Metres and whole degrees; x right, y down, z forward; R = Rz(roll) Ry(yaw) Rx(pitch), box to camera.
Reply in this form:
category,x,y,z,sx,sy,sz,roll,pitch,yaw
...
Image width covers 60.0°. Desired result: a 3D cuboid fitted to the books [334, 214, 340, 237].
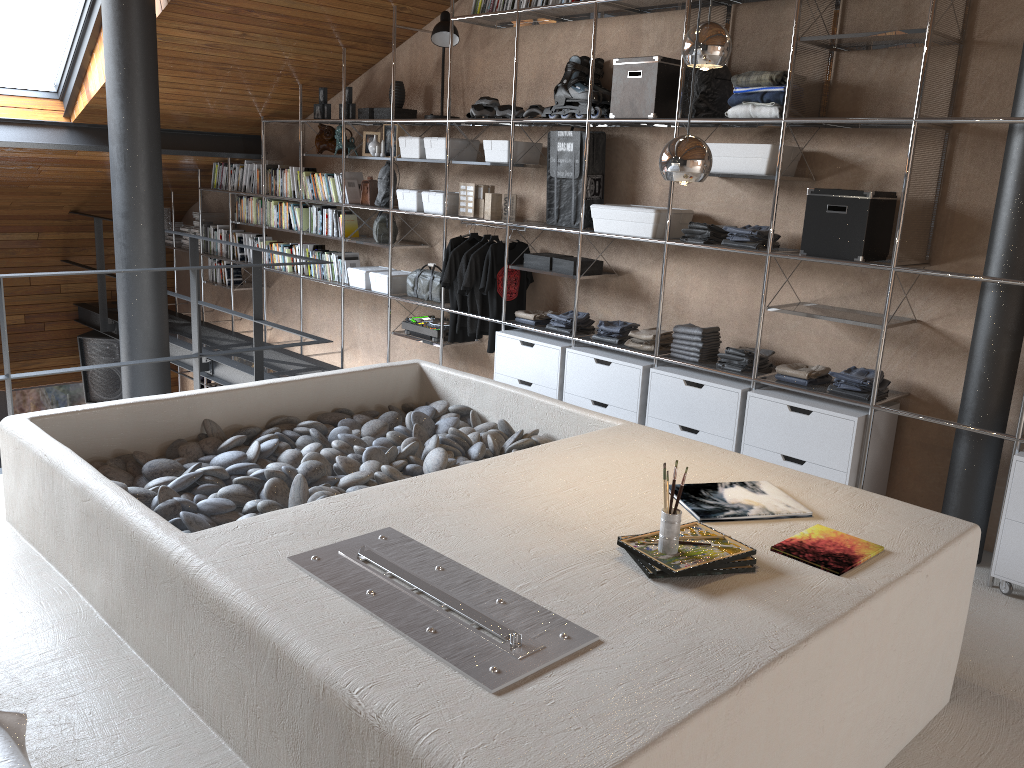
category,x,y,z,sx,sy,sz,roll,pitch,yaw
books,-1.244,-1.175,6.562,0.148,0.167,0.053,-10,19,-43

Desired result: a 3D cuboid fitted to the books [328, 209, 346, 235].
category,x,y,z,sx,sy,sz,roll,pitch,yaw
books,-1.309,-1.214,6.642,0.146,0.195,0.023,-10,19,-43

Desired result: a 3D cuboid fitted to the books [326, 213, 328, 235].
category,x,y,z,sx,sy,sz,roll,pitch,yaw
books,-1.332,-1.200,6.651,0.143,0.161,0.019,-10,19,-43

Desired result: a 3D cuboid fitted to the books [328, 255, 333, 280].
category,x,y,z,sx,sy,sz,roll,pitch,yaw
books,-1.310,-0.881,6.690,0.148,0.189,0.053,-10,19,-43

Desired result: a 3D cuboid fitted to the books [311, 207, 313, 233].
category,x,y,z,sx,sy,sz,roll,pitch,yaw
books,-1.461,-1.258,6.802,0.169,0.189,0.018,-10,19,-43

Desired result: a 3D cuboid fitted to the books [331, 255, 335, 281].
category,x,y,z,sx,sy,sz,roll,pitch,yaw
books,-1.279,-0.877,6.683,0.169,0.188,0.058,-10,19,-43

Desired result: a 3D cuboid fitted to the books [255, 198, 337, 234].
category,x,y,z,sx,sy,sz,roll,pitch,yaw
books,-1.740,-1.342,7.042,0.139,0.211,1.041,-10,19,-43

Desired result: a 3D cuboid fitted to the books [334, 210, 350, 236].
category,x,y,z,sx,sy,sz,roll,pitch,yaw
books,-1.266,-1.196,6.593,0.129,0.188,0.010,-10,19,-43

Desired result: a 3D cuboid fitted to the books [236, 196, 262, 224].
category,x,y,z,sx,sy,sz,roll,pitch,yaw
books,-2.189,-1.471,7.466,0.130,0.216,0.311,-10,19,-44

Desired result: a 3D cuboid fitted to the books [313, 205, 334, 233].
category,x,y,z,sx,sy,sz,roll,pitch,yaw
books,-1.442,-1.265,6.799,0.191,0.207,0.012,-10,19,-43

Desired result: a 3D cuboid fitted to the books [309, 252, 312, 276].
category,x,y,z,sx,sy,sz,roll,pitch,yaw
books,-1.509,-0.931,6.869,0.131,0.180,0.042,-10,19,-44

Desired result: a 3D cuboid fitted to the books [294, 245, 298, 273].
category,x,y,z,sx,sy,sz,roll,pitch,yaw
books,-1.659,-0.990,7.019,0.133,0.218,0.051,-10,19,-44

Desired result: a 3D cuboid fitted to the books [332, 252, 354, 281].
category,x,y,z,sx,sy,sz,roll,pitch,yaw
books,-1.259,-0.885,6.680,0.191,0.205,0.055,-10,19,-44

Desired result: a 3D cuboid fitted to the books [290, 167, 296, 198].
category,x,y,z,sx,sy,sz,roll,pitch,yaw
books,-1.645,-1.561,6.871,0.148,0.232,0.053,-10,19,-43

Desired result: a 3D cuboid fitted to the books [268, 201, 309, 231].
category,x,y,z,sx,sy,sz,roll,pitch,yaw
books,-1.739,-1.331,7.014,0.139,0.208,0.494,-10,19,-44

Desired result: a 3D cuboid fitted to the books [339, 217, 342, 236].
category,x,y,z,sx,sy,sz,roll,pitch,yaw
books,-1.204,-1.154,6.523,0.131,0.147,0.045,-10,19,-43

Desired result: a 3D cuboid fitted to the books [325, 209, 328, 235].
category,x,y,z,sx,sy,sz,roll,pitch,yaw
books,-1.340,-1.217,6.660,0.148,0.190,0.013,-10,19,-43

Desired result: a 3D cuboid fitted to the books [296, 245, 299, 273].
category,x,y,z,sx,sy,sz,roll,pitch,yaw
books,-1.640,-0.989,7.018,0.137,0.216,0.050,-10,19,-43

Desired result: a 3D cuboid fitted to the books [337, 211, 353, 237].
category,x,y,z,sx,sy,sz,roll,pitch,yaw
books,-1.221,-1.176,6.524,0.129,0.186,0.050,-10,19,-43

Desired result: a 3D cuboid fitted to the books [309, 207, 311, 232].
category,x,y,z,sx,sy,sz,roll,pitch,yaw
books,-1.493,-1.262,6.809,0.148,0.190,0.013,-10,19,-43

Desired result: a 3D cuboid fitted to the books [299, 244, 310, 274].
category,x,y,z,sx,sy,sz,roll,pitch,yaw
books,-1.589,-0.975,6.923,0.148,0.232,0.053,-10,19,-43

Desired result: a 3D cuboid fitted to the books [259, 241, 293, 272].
category,x,y,z,sx,sy,sz,roll,pitch,yaw
books,-1.876,-1.044,7.211,0.139,0.211,0.467,-10,19,-44

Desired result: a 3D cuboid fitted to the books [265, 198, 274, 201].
category,x,y,z,sx,sy,sz,roll,pitch,yaw
books,-1.963,-1.417,7.285,0.143,0.218,0.020,-10,19,-43

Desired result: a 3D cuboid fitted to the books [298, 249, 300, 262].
category,x,y,z,sx,sy,sz,roll,pitch,yaw
books,-1.610,-0.966,6.971,0.138,0.191,0.049,-10,19,-43

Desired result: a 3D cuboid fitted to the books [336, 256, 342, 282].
category,x,y,z,sx,sy,sz,roll,pitch,yaw
books,-1.236,-0.862,6.633,0.161,0.187,0.060,-10,19,-43

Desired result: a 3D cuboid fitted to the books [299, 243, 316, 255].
category,x,y,z,sx,sy,sz,roll,pitch,yaw
books,-1.597,-0.985,6.956,0.143,0.236,0.062,-10,19,-44

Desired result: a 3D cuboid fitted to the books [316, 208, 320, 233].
category,x,y,z,sx,sy,sz,roll,pitch,yaw
books,-1.419,-1.243,6.752,0.161,0.187,0.021,-10,19,-43

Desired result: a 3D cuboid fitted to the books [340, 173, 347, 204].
category,x,y,z,sx,sy,sz,roll,pitch,yaw
books,-1.152,-1.418,6.427,0.161,0.215,0.092,-10,19,-43

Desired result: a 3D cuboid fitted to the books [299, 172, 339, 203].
category,x,y,z,sx,sy,sz,roll,pitch,yaw
books,-1.400,-1.474,6.633,0.139,0.206,0.498,-10,19,-44

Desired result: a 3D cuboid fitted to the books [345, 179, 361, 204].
category,x,y,z,sx,sy,sz,roll,pitch,yaw
books,-1.149,-1.387,6.393,0.112,0.169,0.068,-10,19,-43

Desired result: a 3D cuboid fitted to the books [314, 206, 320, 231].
category,x,y,z,sx,sy,sz,roll,pitch,yaw
books,-1.430,-1.262,6.795,0.192,0.204,0.012,-10,19,-43

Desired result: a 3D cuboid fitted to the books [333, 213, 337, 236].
category,x,y,z,sx,sy,sz,roll,pitch,yaw
books,-1.259,-1.177,6.566,0.130,0.166,0.046,-10,19,-43

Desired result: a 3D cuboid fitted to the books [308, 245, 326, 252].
category,x,y,z,sx,sy,sz,roll,pitch,yaw
books,-1.508,-0.962,6.887,0.148,0.232,0.053,-10,19,-43

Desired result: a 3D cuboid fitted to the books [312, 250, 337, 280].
category,x,y,z,sx,sy,sz,roll,pitch,yaw
books,-1.406,-0.913,6.776,0.136,0.210,0.273,-10,19,-43

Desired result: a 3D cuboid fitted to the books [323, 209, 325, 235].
category,x,y,z,sx,sy,sz,roll,pitch,yaw
books,-1.353,-1.219,6.665,0.148,0.190,0.013,-10,19,-43

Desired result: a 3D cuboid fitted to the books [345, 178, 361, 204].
category,x,y,z,sx,sy,sz,roll,pitch,yaw
books,-1.153,-1.393,6.404,0.117,0.176,0.074,-10,19,-43

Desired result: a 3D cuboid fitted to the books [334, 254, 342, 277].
category,x,y,z,sx,sy,sz,roll,pitch,yaw
books,-1.248,-0.881,6.676,0.192,0.201,0.055,-10,19,-44

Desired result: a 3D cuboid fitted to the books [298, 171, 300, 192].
category,x,y,z,sx,sy,sz,roll,pitch,yaw
books,-1.577,-1.536,6.840,0.149,0.205,0.049,-10,19,-44

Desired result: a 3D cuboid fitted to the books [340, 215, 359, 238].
category,x,y,z,sx,sy,sz,roll,pitch,yaw
books,-1.191,-1.159,6.512,0.129,0.165,0.056,-10,19,-43

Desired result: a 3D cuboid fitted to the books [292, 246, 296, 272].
category,x,y,z,sx,sy,sz,roll,pitch,yaw
books,-1.679,-0.992,7.041,0.123,0.203,0.054,-10,19,-43

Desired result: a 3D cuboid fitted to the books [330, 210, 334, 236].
category,x,y,z,sx,sy,sz,roll,pitch,yaw
books,-1.290,-1.204,6.618,0.148,0.190,0.013,-10,19,-43

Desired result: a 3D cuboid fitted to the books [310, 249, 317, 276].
category,x,y,z,sx,sy,sz,roll,pitch,yaw
books,-1.494,-0.940,6.865,0.137,0.201,0.047,-10,19,-44

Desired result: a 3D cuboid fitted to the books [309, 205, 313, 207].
category,x,y,z,sx,sy,sz,roll,pitch,yaw
books,-1.473,-1.277,6.841,0.207,0.207,0.010,-10,19,-43

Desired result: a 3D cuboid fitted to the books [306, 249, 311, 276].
category,x,y,z,sx,sy,sz,roll,pitch,yaw
books,-1.521,-0.950,6.891,0.149,0.205,0.049,-10,19,-44

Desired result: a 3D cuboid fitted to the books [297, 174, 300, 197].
category,x,y,z,sx,sy,sz,roll,pitch,yaw
books,-1.590,-1.525,6.845,0.131,0.180,0.042,-10,19,-44

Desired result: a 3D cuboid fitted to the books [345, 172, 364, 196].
category,x,y,z,sx,sy,sz,roll,pitch,yaw
books,-1.138,-1.430,6.429,0.177,0.208,0.082,-10,19,-44

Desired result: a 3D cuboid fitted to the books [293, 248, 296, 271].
category,x,y,z,sx,sy,sz,roll,pitch,yaw
books,-1.666,-0.983,7.032,0.126,0.197,0.047,-10,19,-43

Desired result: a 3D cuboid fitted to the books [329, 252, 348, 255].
category,x,y,z,sx,sy,sz,roll,pitch,yaw
books,-1.291,-0.897,6.722,0.207,0.205,0.053,-10,19,-43

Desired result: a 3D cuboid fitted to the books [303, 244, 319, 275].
category,x,y,z,sx,sy,sz,roll,pitch,yaw
books,-1.554,-0.966,6.890,0.148,0.232,0.053,-10,19,-43

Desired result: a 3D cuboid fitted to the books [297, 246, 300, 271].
category,x,y,z,sx,sy,sz,roll,pitch,yaw
books,-1.620,-0.980,6.980,0.137,0.216,0.049,-10,19,-43

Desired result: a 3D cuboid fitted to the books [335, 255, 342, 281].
category,x,y,z,sx,sy,sz,roll,pitch,yaw
books,-1.257,-0.870,6.654,0.148,0.189,0.053,-10,19,-43

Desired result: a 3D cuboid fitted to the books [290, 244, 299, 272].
category,x,y,z,sx,sy,sz,roll,pitch,yaw
books,-1.686,-1.004,7.058,0.155,0.215,0.055,-10,19,-43

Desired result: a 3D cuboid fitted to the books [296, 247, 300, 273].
category,x,y,z,sx,sy,sz,roll,pitch,yaw
books,-1.629,-0.978,6.991,0.131,0.205,0.051,-10,19,-43
